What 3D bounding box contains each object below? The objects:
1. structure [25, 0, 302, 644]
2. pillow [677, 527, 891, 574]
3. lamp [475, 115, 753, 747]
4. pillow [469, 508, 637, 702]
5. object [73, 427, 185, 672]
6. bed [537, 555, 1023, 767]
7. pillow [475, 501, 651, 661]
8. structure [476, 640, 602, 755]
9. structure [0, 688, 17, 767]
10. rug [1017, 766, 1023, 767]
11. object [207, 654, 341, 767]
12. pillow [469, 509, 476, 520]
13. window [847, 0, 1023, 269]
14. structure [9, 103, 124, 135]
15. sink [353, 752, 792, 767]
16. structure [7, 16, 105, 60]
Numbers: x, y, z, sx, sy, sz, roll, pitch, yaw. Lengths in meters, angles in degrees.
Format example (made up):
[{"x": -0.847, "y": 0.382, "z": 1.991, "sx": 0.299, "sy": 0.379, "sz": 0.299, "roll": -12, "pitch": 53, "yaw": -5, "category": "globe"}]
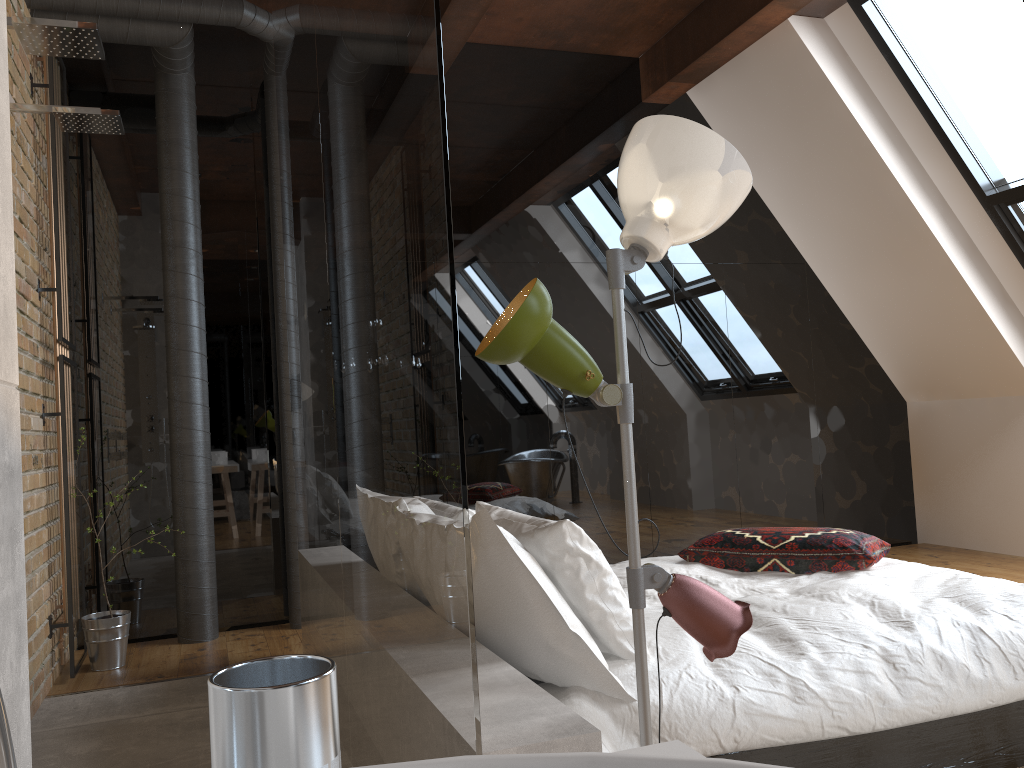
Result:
[{"x": -1.611, "y": -0.265, "z": 4.357, "sx": 1.189, "sy": 3.140, "sz": 0.829, "roll": -2, "pitch": -3, "yaw": -19, "category": "structure"}, {"x": 1.100, "y": 0.659, "z": 3.569, "sx": 0.748, "sy": 0.157, "sz": 0.453, "roll": -5, "pitch": -3, "yaw": 31, "category": "pillow"}, {"x": 0.234, "y": 0.281, "z": 1.647, "sx": 0.561, "sy": 1.582, "sz": 0.270, "roll": -2, "pitch": -3, "yaw": -22, "category": "lamp"}, {"x": -0.184, "y": 0.581, "z": 2.822, "sx": 0.358, "sy": 0.517, "sz": 1.746, "roll": -2, "pitch": -3, "yaw": -20, "category": "pillow"}, {"x": -1.819, "y": 0.752, "z": 4.227, "sx": 0.228, "sy": 1.117, "sz": 0.517, "roll": -6, "pitch": -3, "yaw": 41, "category": "object"}, {"x": 0.683, "y": 0.899, "z": 3.268, "sx": 2.169, "sy": 0.442, "sz": 2.300, "roll": -2, "pitch": -3, "yaw": -19, "category": "bed"}, {"x": 0.106, "y": 0.542, "z": 2.494, "sx": 0.276, "sy": 0.397, "sz": 0.744, "roll": -2, "pitch": -3, "yaw": -19, "category": "pillow"}, {"x": -0.397, "y": 0.914, "z": 2.757, "sx": 0.206, "sy": 0.494, "sz": 2.820, "roll": -2, "pitch": -3, "yaw": -19, "category": "structure"}, {"x": -0.190, "y": 0.134, "z": 0.222, "sx": 0.141, "sy": 0.268, "sz": 0.242, "roll": -2, "pitch": -3, "yaw": -24, "category": "structure"}, {"x": 1.773, "y": 0.939, "z": 0.869, "sx": 1.726, "sy": 0.019, "sz": 3.139, "roll": -2, "pitch": -3, "yaw": -19, "category": "rug"}, {"x": -0.136, "y": 0.222, "z": 0.514, "sx": 0.073, "sy": 0.111, "sz": 0.073, "roll": -2, "pitch": -3, "yaw": -27, "category": "object"}, {"x": -0.154, "y": 0.614, "z": 3.241, "sx": 0.291, "sy": 0.385, "sz": 0.748, "roll": -2, "pitch": -3, "yaw": -20, "category": "pillow"}, {"x": 2.942, "y": -1.191, "z": 4.215, "sx": 1.702, "sy": 2.162, "sz": 1.713, "roll": -2, "pitch": -3, "yaw": -19, "category": "window"}, {"x": -1.498, "y": -0.879, "z": 2.842, "sx": 0.453, "sy": 0.079, "sz": 0.192, "roll": -2, "pitch": -3, "yaw": -19, "category": "structure"}, {"x": -0.009, "y": 0.188, "z": 0.100, "sx": 0.442, "sy": 0.128, "sz": 0.445, "roll": -5, "pitch": -3, "yaw": 35, "category": "sink"}, {"x": -1.293, "y": -0.917, "z": 2.254, "sx": 0.453, "sy": 0.079, "sz": 0.192, "roll": -2, "pitch": -3, "yaw": -19, "category": "structure"}]
